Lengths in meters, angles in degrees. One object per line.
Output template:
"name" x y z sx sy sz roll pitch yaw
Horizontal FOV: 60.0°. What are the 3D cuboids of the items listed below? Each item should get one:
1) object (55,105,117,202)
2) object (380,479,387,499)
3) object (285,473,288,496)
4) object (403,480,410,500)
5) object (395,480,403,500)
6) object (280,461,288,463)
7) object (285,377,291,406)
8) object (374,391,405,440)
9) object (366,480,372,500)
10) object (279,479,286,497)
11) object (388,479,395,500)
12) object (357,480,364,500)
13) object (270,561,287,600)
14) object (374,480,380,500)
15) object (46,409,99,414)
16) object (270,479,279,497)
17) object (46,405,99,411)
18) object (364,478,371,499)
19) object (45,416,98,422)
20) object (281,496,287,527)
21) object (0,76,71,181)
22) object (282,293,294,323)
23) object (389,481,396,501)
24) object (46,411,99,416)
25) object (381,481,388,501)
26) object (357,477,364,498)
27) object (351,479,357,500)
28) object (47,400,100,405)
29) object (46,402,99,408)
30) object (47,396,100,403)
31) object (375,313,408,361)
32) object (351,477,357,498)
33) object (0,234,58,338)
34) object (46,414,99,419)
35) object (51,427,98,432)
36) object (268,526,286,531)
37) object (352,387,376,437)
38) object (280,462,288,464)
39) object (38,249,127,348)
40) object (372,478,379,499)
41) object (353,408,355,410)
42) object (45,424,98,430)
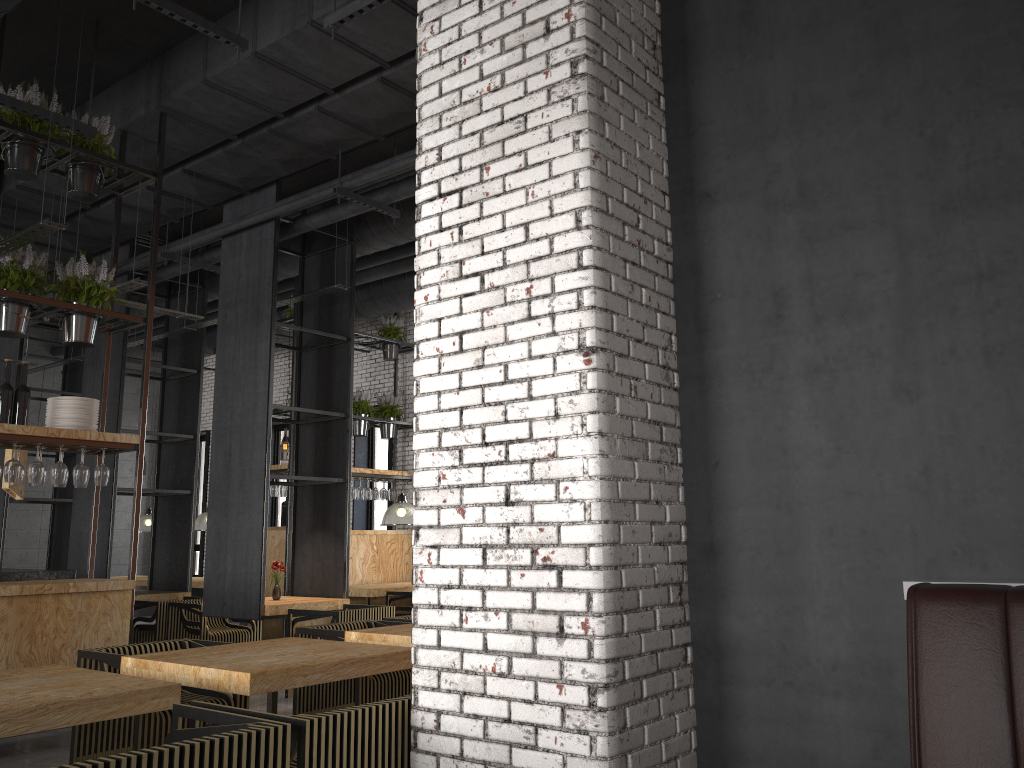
"object" -3.169 -1.657 6.578 0.416 0.561 0.466 5 -12 -27
"object" -1.727 1.412 11.912 0.101 0.268 0.100 3 -12 -21
"object" -2.689 1.212 10.705 0.101 0.268 0.100 2 -11 -15
"object" -1.454 1.469 12.254 0.101 0.268 0.100 3 -12 -21
"object" -1.545 1.450 12.140 0.101 0.268 0.100 3 -12 -21
"object" -2.702 0.978 10.993 0.334 0.046 0.333 -4 -11 18
"object" -2.636 0.295 11.219 0.467 0.561 0.415 -1 -11 3
"object" -1.723 0.485 12.369 0.416 0.561 0.466 6 -13 -32
"object" -1.952 1.446 12.085 0.101 0.268 0.100 3 -12 -21
"object" -2.829 1.263 10.984 0.101 0.268 0.100 2 -11 -15
"object" -1.636 1.431 12.026 0.101 0.268 0.100 3 -12 -21
"object" -2.043 1.427 11.971 0.101 0.268 0.100 2 -11 -15
"object" -2.171 1.825 8.248 0.156 0.356 0.170 0 -11 -4
"object" -1.861 1.465 12.199 0.101 0.268 0.100 3 -12 -21
"object" -3.084 0.207 6.224 0.334 0.043 0.333 -5 -11 21
"object" -2.914 1.246 10.877 0.101 0.268 0.100 2 -11 -15
"object" -3.085 0.188 6.229 0.334 0.041 0.333 -2 -10 7
"object" -1.903 1.376 11.691 0.101 0.268 0.100 2 -11 -15
"object" -3.084 0.261 6.214 0.334 0.039 0.333 -2 -10 4
"object" -2.712 1.482 10.762 0.156 0.556 0.106 -9 -14 36
"object" -3.392 -1.721 6.193 0.416 0.561 0.465 -3 -11 11
"object" -2.690 -0.804 11.453 0.416 0.561 0.465 -3 -11 12
"object" -1.679 1.503 12.427 0.101 0.268 0.100 3 -12 -21
"object" -3.084 0.227 6.221 0.334 0.039 0.334 9 -14 -43
"object" -1.770 1.484 12.313 0.101 0.268 0.100 3 -12 -21
"object" -1.982 1.359 11.592 0.101 0.268 0.100 2 -11 -15
"object" -2.128 1.409 11.864 0.101 0.268 0.100 2 -11 -15
"object" -3.085 0.150 6.236 0.334 0.039 0.333 -3 -10 13
"object" -3.085 0.169 6.232 0.334 0.044 0.333 -2 -10 8
"object" -3.085 0.131 6.240 0.334 0.039 0.333 -3 -10 12
"object" -1.713 -0.617 12.582 0.416 0.561 0.466 9 -14 -41
"object" -2.063 1.342 11.490 0.101 0.268 0.100 2 -11 -15
"object" -3.401 -0.606 6.039 0.466 0.561 0.415 9 -15 -43
"object" -3.083 0.242 6.217 0.334 0.041 0.333 5 -12 -29
"object" -3.082 0.338 6.199 0.334 0.033 0.334 9 -14 -43
"object" -2.731 1.776 10.868 0.411 0.050 0.410 -8 -12 36
"object" -2.065 0.426 12.007 0.416 0.561 0.465 0 -11 -6
"object" -2.701 0.998 10.988 0.334 0.033 0.333 2 -10 -14
"object" -3.079 -0.554 6.360 0.416 0.561 0.466 -7 -12 31
"object" -1.818 1.393 11.798 0.101 0.268 0.100 2 -11 -15
"object" -2.355 0.364 11.631 0.416 0.561 0.466 -7 -13 32
"object" -3.084 0.318 6.204 0.334 0.046 0.333 -4 -11 18
